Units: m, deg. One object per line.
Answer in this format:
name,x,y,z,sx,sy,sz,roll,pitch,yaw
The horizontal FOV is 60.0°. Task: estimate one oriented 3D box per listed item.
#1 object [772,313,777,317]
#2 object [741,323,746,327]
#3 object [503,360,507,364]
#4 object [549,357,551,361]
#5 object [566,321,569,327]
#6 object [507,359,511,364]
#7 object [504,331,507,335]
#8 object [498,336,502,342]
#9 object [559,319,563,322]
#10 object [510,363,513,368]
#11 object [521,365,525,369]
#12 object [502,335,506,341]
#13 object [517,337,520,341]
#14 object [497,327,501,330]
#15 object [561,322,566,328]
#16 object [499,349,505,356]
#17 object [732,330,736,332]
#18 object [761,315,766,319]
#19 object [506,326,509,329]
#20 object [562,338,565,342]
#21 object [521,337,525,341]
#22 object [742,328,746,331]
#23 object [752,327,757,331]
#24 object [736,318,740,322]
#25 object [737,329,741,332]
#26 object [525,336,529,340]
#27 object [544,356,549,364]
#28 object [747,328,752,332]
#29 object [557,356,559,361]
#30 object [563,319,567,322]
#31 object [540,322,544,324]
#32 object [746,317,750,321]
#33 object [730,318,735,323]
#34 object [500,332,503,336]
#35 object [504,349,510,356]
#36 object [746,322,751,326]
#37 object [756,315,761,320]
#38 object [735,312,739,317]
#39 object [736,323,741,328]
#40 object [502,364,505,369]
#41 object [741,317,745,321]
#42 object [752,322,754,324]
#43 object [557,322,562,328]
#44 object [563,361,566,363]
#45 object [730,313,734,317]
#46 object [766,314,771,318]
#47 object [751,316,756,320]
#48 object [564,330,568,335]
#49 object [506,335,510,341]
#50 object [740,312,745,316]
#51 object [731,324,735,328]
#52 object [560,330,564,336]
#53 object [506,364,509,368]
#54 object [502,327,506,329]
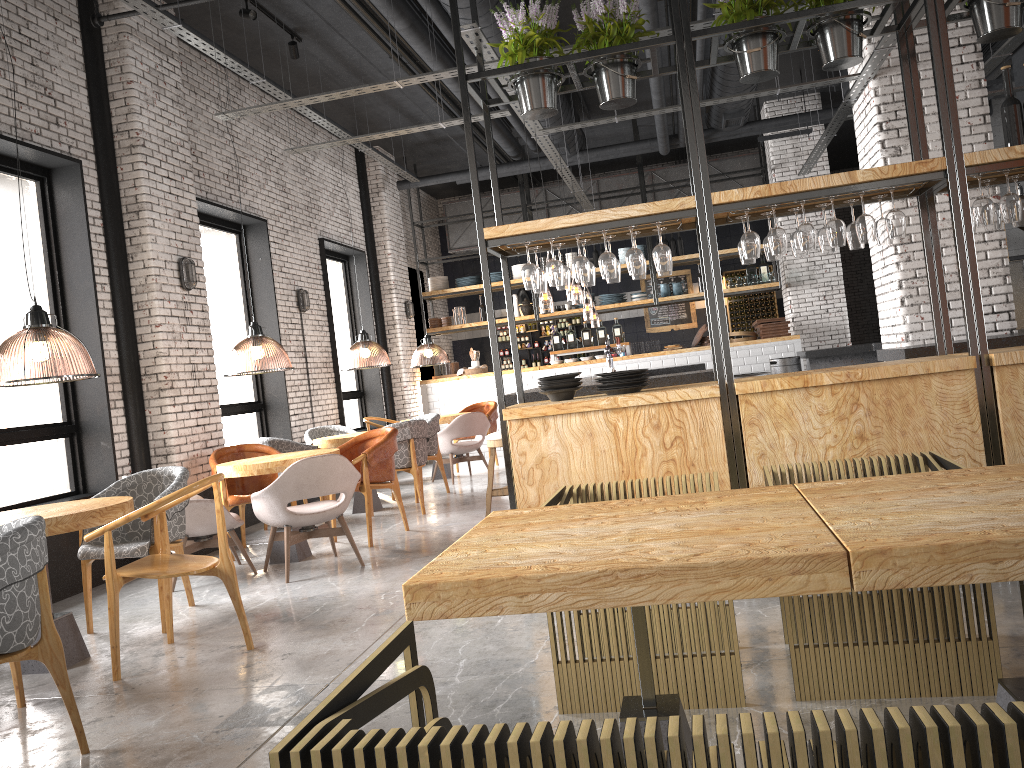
object,4.877,-1.277,16.479,0.079,0.079,0.284,-7,0,11
object,4.342,-1.108,16.606,0.079,0.079,0.281,-7,0,11
object,-0.134,-0.435,17.601,0.070,0.083,0.071,-7,0,36
object,0.784,-0.489,17.437,0.100,0.139,0.088,-7,0,12
object,1.089,-1.169,17.347,0.076,0.111,0.076,-7,0,6
object,-0.060,-0.444,17.580,0.071,0.083,0.071,-7,0,-39
object,-0.131,-1.008,17.588,0.070,0.083,0.071,-7,0,36
object,-0.235,-0.898,17.611,0.076,0.111,0.076,-7,0,21
object,0.955,-1.265,17.371,0.076,0.111,0.076,-7,0,-14
object,-0.011,-0.366,17.572,0.070,0.083,0.071,-7,0,36
object,0.210,-0.318,17.531,0.076,0.111,0.076,-7,0,-14
object,-0.155,-0.907,17.594,0.076,0.111,0.076,-7,0,31
object,0.126,-0.882,17.539,0.070,0.083,0.071,-7,0,36
object,-0.255,-1.132,17.633,0.081,0.113,0.071,-7,0,12
object,1.008,-1.159,17.361,0.076,0.111,0.076,-7,0,31
object,-0.201,-0.620,17.631,0.100,0.139,0.088,-7,0,12
object,4.169,-0.981,16.633,0.079,0.079,0.281,-7,0,11
object,4.697,-1.256,16.535,0.079,0.079,0.284,-7,0,11
object,-0.072,-1.154,17.596,0.081,0.113,0.071,-7,0,12
object,1.001,-0.854,17.388,0.081,0.113,0.071,-7,0,10
object,0.218,-0.893,17.521,0.071,0.083,0.071,-7,0,1
object,4.357,-1.004,16.620,0.079,0.079,0.281,-7,0,11
object,4.537,-1.025,16.559,0.079,0.079,0.281,-7,0,11
object,4.237,-1.201,16.627,0.079,0.079,0.284,-7,0,11
object,4.258,-0.992,16.600,0.079,0.079,0.281,-7,0,11
object,0.301,-0.903,17.504,0.071,0.083,0.071,-7,0,1
object,0.679,-0.477,17.458,0.100,0.139,0.088,-7,0,12
object,4.442,-1.013,16.564,0.079,0.079,0.281,-7,0,11
object,0.884,-0.501,17.417,0.100,0.139,0.088,-7,0,12
object,1.035,-1.274,17.357,0.076,0.111,0.076,-7,0,16
object,0.585,-1.254,17.444,0.079,0.156,0.079,-7,0,21
object,4.421,-1.223,16.590,0.079,0.079,0.284,-7,0,11
object,4.141,-1.189,16.622,0.079,0.079,0.284,-7,0,11
object,-0.211,-0.998,17.604,0.071,0.083,0.071,-7,0,1
object,-0.095,-0.633,17.610,0.100,0.139,0.088,-7,0,12
object,4.437,-1.119,16.607,0.079,0.079,0.281,-7,0,11
object,4.609,-1.246,16.573,0.079,0.079,0.284,-7,0,11
object,4.229,-1.306,16.647,0.079,0.079,0.284,-7,0,11
object,4.246,-1.096,16.606,0.079,0.079,0.281,-7,0,11
object,-0.169,-0.347,17.604,0.070,0.083,0.071,-7,0,21
object,4.328,-1.212,16.599,0.079,0.079,0.284,-7,0,11
object,4.526,-1.130,16.569,0.079,0.079,0.281,-7,0,11
object,0.928,-1.150,17.378,0.076,0.111,0.076,-7,0,21
object,1.046,-0.418,17.364,0.076,0.111,0.076,-7,0,-24
object,4.133,-1.295,16.646,0.079,0.079,0.284,-7,0,11
object,4.792,-1.267,16.532,0.079,0.079,0.284,-7,0,11
object,4.513,-1.234,16.572,0.079,0.079,0.284,-7,0,11
object,1.066,-1.008,17.352,0.076,0.111,0.076,-7,0,-14
object,-0.074,-0.917,17.580,0.076,0.111,0.076,-7,0,6
object,4.320,-1.317,16.624,0.079,0.079,0.284,-7,0,11
object,4.161,-1.086,16.658,0.079,0.079,0.281,-7,0,11
object,0.980,-0.998,17.369,0.076,0.111,0.076,-7,0,36
object,-0.091,-0.356,17.589,0.071,0.083,0.071,-7,0,1
object,-0.160,-1.143,17.614,0.081,0.113,0.071,-7,0,12
